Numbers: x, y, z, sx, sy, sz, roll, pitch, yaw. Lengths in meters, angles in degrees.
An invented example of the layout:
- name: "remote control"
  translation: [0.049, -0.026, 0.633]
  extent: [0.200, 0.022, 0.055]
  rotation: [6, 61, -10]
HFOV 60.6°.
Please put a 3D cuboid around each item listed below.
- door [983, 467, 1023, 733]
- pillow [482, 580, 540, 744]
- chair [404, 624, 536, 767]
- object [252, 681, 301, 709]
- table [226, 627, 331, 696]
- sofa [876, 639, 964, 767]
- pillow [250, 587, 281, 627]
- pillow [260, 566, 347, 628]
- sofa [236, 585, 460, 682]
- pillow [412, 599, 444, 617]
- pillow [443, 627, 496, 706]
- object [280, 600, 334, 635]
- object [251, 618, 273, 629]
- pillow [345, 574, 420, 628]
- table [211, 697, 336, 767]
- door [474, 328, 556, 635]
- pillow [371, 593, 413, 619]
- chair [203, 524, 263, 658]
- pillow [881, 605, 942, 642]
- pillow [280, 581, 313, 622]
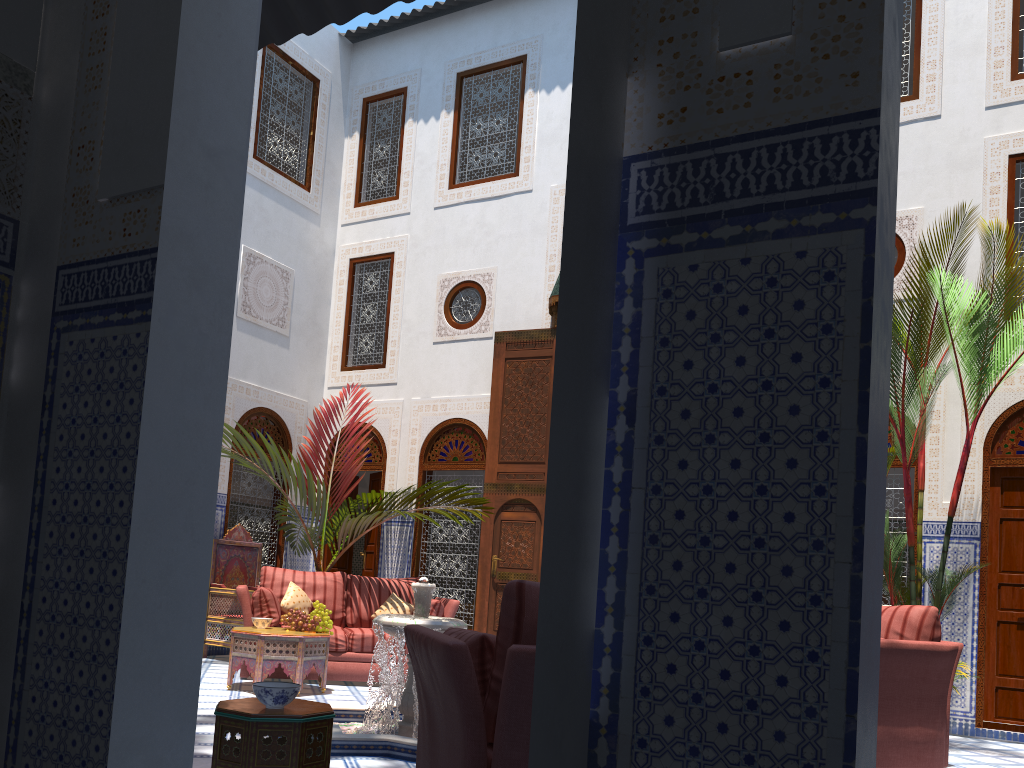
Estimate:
- name: "door"
  translation: [2.795, 1.187, 4.858]
  extent: [0.285, 1.445, 0.125]
  rotation: [1, -5, 30]
- name: "pillow"
  translation: [0.220, 0.645, 1.972]
  extent: [0.583, 0.374, 0.305]
  rotation: [7, -8, -15]
- name: "chair"
  translation: [0.169, 0.883, 2.100]
  extent: [0.815, 0.534, 0.738]
  rotation: [7, -10, -15]
- name: "object"
  translation: [-0.585, 0.773, 2.169]
  extent: [0.118, 0.056, 0.120]
  rotation: [-6, -15, 41]
- name: "table"
  translation: [-1.304, 1.542, 4.900]
  extent: [0.538, 0.319, 0.549]
  rotation: [-2, -12, 29]
- name: "sofa"
  translation: [1.419, 1.445, 4.187]
  extent: [0.734, 0.532, 1.385]
  rotation: [7, -12, -15]
- name: "pillow"
  translation: [-1.502, 1.368, 5.341]
  extent: [0.188, 0.249, 0.386]
  rotation: [6, -10, -14]
- name: "pillow"
  translation: [-1.373, 1.405, 5.738]
  extent: [0.583, 0.386, 0.295]
  rotation: [7, -8, -16]
- name: "sofa"
  translation: [-1.085, 1.612, 5.649]
  extent: [1.366, 0.534, 0.744]
  rotation: [7, -10, -15]
- name: "pillow"
  translation: [-0.545, 1.492, 5.617]
  extent: [0.188, 0.239, 0.403]
  rotation: [6, -11, -14]
- name: "pillow"
  translation: [-0.091, 0.746, 2.229]
  extent: [0.188, 0.239, 0.403]
  rotation: [6, -11, -14]
- name: "object"
  translation: [-1.161, 1.349, 4.991]
  extent: [0.305, 0.236, 0.221]
  rotation: [2, -8, 10]
- name: "object"
  translation: [-1.423, 1.361, 4.982]
  extent: [0.119, 0.056, 0.120]
  rotation: [9, -12, -22]
- name: "pillow"
  translation: [-0.834, 1.475, 5.895]
  extent: [0.562, 0.370, 0.325]
  rotation: [7, -8, -15]
- name: "table"
  translation: [-0.604, 0.967, 2.189]
  extent: [0.289, 0.320, 0.294]
  rotation: [-1, -9, 29]
- name: "door"
  translation: [0.063, 0.842, 6.319]
  extent: [0.582, 2.485, 0.125]
  rotation: [2, -5, 25]
- name: "pillow"
  translation: [-0.767, 1.474, 5.686]
  extent: [0.266, 0.232, 0.148]
  rotation: [-2, -9, 31]
- name: "chair"
  translation: [-1.866, 1.559, 6.372]
  extent: [0.503, 1.067, 0.492]
  rotation: [1, -7, 29]
- name: "pillow"
  translation: [1.656, 1.192, 3.967]
  extent: [0.307, 0.396, 0.568]
  rotation: [6, -10, -19]
- name: "pillow"
  translation: [-1.345, 1.374, 5.482]
  extent: [0.133, 0.270, 0.309]
  rotation: [0, -10, 30]
